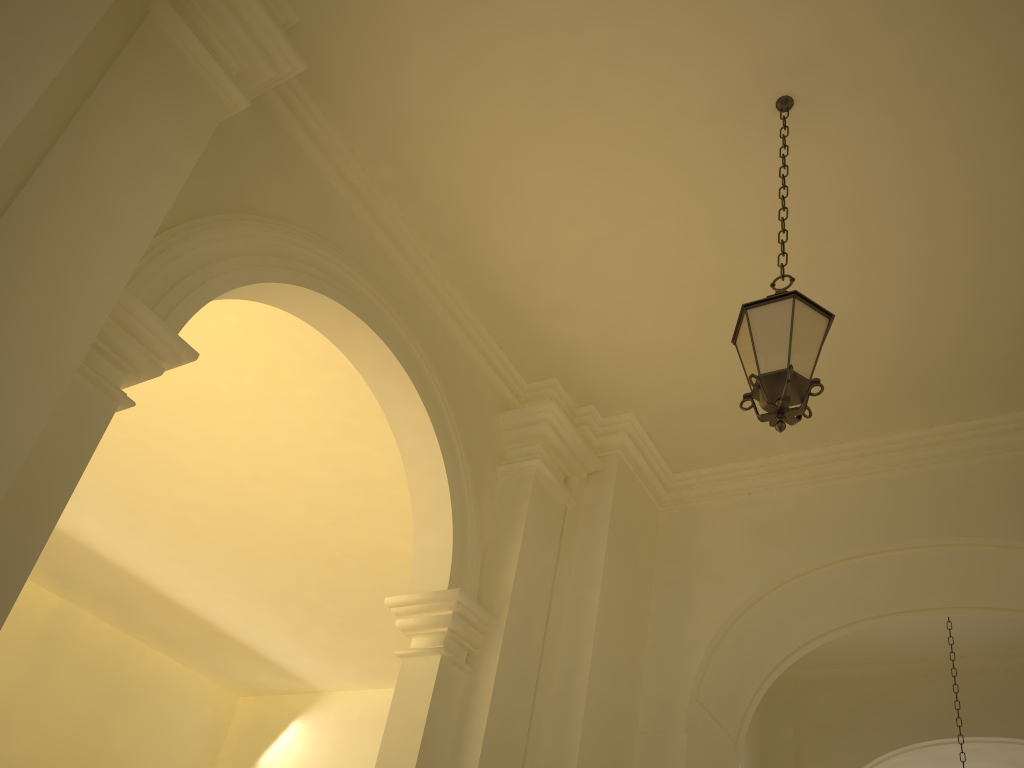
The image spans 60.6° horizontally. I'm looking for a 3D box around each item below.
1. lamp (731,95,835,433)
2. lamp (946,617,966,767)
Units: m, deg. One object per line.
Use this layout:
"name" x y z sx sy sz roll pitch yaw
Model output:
"lamp" 1.439 -0.743 4.654 0.521 2.388 0.465 26 -36 -19
"lamp" 4.568 3.671 8.902 0.441 3.080 0.549 8 -34 6
